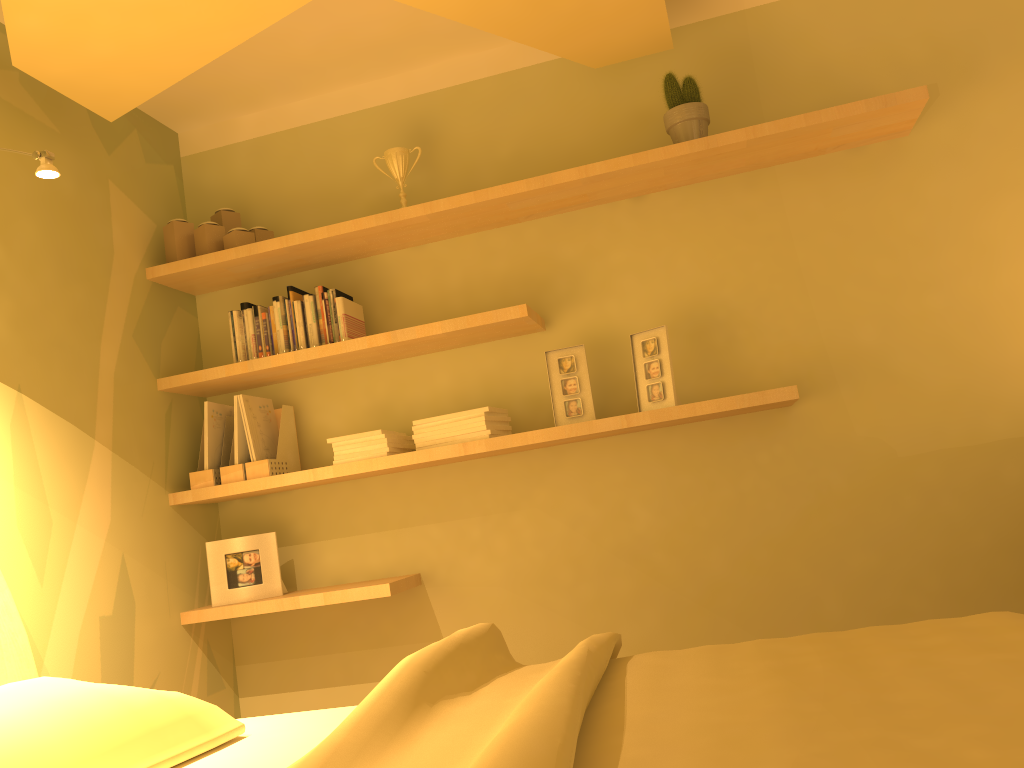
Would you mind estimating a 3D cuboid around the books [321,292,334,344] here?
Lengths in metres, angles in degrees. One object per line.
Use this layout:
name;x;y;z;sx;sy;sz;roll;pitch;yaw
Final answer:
books;-0.615;-0.210;3.103;0.022;0.198;0.157;-11;-8;12

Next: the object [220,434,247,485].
object;-0.939;0.222;3.135;0.087;0.259;0.236;-11;-8;12

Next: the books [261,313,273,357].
books;-0.837;-0.156;3.150;0.021;0.172;0.157;-11;-8;12

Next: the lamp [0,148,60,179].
lamp;-1.275;-0.508;2.029;0.533;0.178;0.050;-11;-8;12

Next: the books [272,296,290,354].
books;-0.783;-0.189;3.136;0.038;0.217;0.166;-11;-8;12

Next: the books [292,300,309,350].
books;-0.711;-0.187;3.115;0.032;0.184;0.173;-11;-8;12

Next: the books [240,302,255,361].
books;-0.917;-0.168;3.180;0.032;0.229;0.138;-11;-8;12

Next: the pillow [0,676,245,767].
pillow;-0.905;0.649;1.514;0.482;0.213;0.801;-12;-8;22

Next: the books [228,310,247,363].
books;-0.952;-0.150;3.177;0.040;0.203;0.157;-11;-8;12

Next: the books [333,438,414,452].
books;-0.468;0.212;3.030;0.190;0.015;0.270;-10;-8;11

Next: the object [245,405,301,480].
object;-0.846;0.205;3.115;0.087;0.259;0.236;-11;-8;12

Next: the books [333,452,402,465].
books;-0.468;0.258;3.027;0.190;0.015;0.270;-10;-8;11

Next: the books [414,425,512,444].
books;-0.162;0.169;2.952;0.270;0.015;0.190;-12;-8;24

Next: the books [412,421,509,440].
books;-0.169;0.156;2.957;0.270;0.015;0.190;-12;-8;23

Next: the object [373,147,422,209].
object;-0.387;-0.689;3.115;0.160;0.268;0.095;-6;-8;-17

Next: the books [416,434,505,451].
books;-0.157;0.200;2.957;0.270;0.015;0.190;-12;-8;23

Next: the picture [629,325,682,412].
picture;0.484;-0.043;2.842;0.134;0.264;0.171;-15;-10;38

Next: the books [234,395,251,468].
books;-0.920;0.198;3.131;0.048;0.297;0.214;-11;-8;12

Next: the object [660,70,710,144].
object;0.560;-0.885;2.869;0.145;0.294;0.145;-8;-8;-7

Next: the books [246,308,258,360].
books;-0.891;-0.159;3.163;0.022;0.198;0.157;-11;-8;12

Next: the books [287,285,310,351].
books;-0.739;-0.212;3.133;0.021;0.247;0.157;-11;-8;12

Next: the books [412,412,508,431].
books;-0.172;0.129;2.980;0.270;0.015;0.190;-12;-8;23

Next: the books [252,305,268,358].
books;-0.865;-0.166;3.158;0.032;0.203;0.157;-11;-8;12

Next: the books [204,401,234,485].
books;-1.041;0.220;3.158;0.048;0.297;0.214;-10;-8;7

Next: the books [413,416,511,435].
books;-0.164;0.140;2.957;0.270;0.015;0.190;-13;-9;25

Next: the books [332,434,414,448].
books;-0.469;0.199;3.039;0.190;0.015;0.270;-11;-8;14

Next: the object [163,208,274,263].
object;-1.069;-0.546;3.238;0.349;0.229;0.234;-11;-8;13

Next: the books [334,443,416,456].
books;-0.463;0.227;3.033;0.190;0.015;0.270;-11;-8;13

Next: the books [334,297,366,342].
books;-0.558;-0.205;3.079;0.032;0.163;0.178;-11;-8;12

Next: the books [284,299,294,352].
books;-0.754;-0.187;3.135;0.017;0.203;0.155;-11;-8;12

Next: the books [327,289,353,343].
books;-0.589;-0.218;3.098;0.032;0.203;0.157;-11;-8;12

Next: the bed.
bed;-0.235;0.539;1.357;2.378;0.894;1.286;-11;-8;12

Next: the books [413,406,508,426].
books;-0.171;0.112;2.969;0.270;0.015;0.190;-11;-8;18

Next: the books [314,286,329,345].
books;-0.641;-0.220;3.120;0.032;0.229;0.138;-11;-8;12

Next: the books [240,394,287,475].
books;-0.869;0.188;3.121;0.043;0.296;0.210;-11;-8;12

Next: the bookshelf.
bookshelf;0.087;-0.019;2.922;2.605;1.240;0.300;-11;-8;12

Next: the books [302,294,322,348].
books;-0.676;-0.202;3.117;0.040;0.203;0.157;-11;-8;12

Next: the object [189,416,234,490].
object;-1.060;0.244;3.160;0.087;0.259;0.236;-10;-8;7

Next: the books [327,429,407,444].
books;-0.491;0.185;3.031;0.190;0.015;0.270;-10;-8;10

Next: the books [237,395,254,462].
books;-0.878;0.190;3.119;0.036;0.296;0.210;-11;-8;12

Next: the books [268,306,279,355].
books;-0.812;-0.170;3.152;0.032;0.193;0.146;-11;-8;12

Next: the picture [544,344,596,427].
picture;0.203;0.016;2.946;0.134;0.264;0.171;-10;-8;11

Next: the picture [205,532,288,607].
picture;-0.922;0.640;3.078;0.247;0.219;0.131;-7;-8;-10

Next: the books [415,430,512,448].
books;-0.159;0.185;2.959;0.270;0.015;0.190;-12;-8;20

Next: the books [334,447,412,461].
books;-0.470;0.243;3.029;0.190;0.015;0.270;-10;-8;8
